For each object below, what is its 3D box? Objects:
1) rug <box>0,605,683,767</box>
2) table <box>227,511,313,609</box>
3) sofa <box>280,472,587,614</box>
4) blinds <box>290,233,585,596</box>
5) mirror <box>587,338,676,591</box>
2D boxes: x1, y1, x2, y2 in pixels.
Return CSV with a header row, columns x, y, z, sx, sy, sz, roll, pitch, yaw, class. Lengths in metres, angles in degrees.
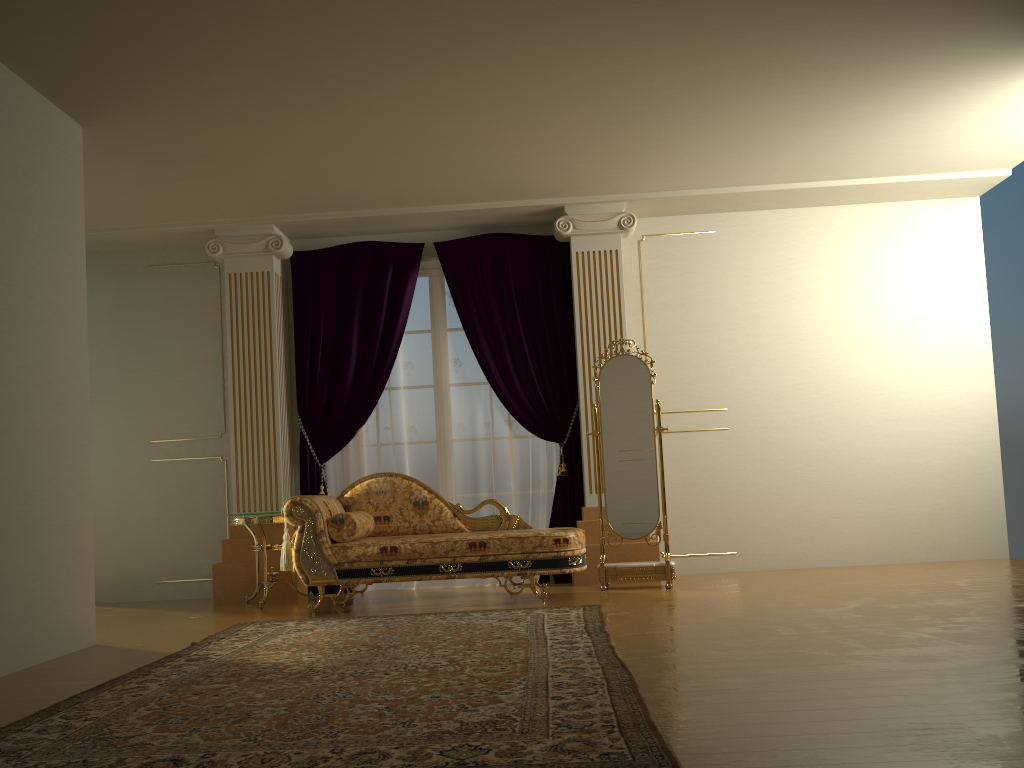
x,y,z,sx,sy,sz,roll,pitch,yaw,class
-0.596,1.150,3.637,2.117,0.017,3.097,-3,-7,2,rug
-1.661,1.208,6.126,0.571,0.640,0.574,2,-7,-43,table
-0.476,0.974,5.693,1.893,0.867,0.697,-3,-5,2,sofa
-0.556,0.216,6.706,2.235,2.641,0.340,-3,-3,3,blinds
0.793,0.526,5.973,0.542,1.692,0.244,-4,-3,12,mirror
